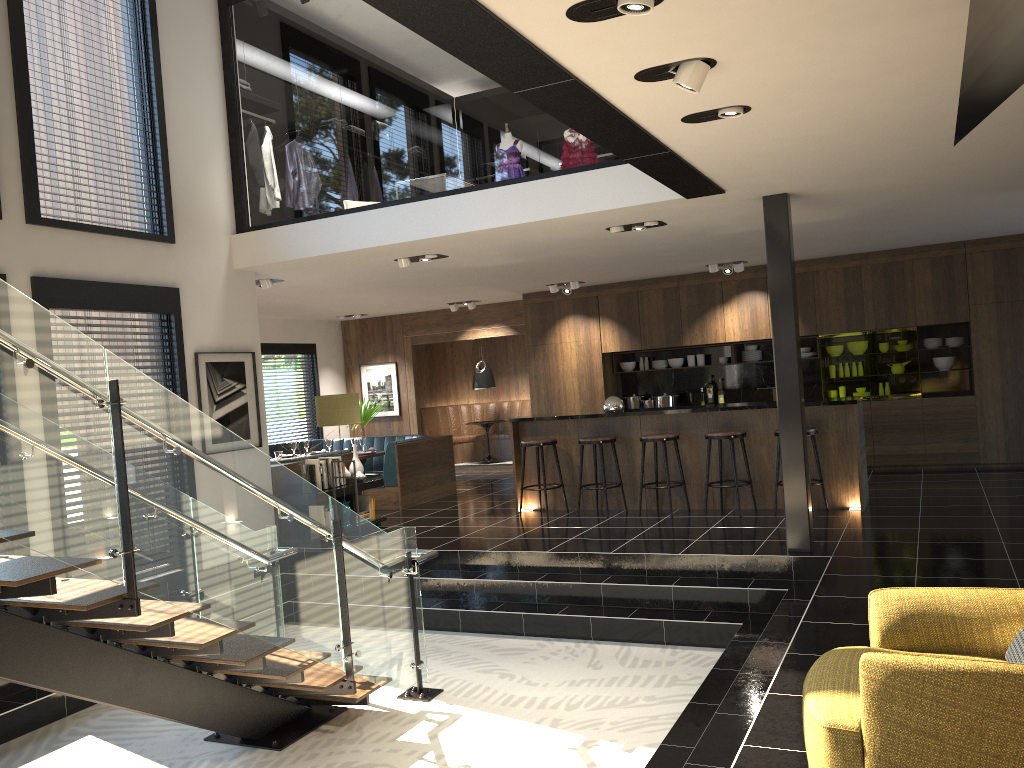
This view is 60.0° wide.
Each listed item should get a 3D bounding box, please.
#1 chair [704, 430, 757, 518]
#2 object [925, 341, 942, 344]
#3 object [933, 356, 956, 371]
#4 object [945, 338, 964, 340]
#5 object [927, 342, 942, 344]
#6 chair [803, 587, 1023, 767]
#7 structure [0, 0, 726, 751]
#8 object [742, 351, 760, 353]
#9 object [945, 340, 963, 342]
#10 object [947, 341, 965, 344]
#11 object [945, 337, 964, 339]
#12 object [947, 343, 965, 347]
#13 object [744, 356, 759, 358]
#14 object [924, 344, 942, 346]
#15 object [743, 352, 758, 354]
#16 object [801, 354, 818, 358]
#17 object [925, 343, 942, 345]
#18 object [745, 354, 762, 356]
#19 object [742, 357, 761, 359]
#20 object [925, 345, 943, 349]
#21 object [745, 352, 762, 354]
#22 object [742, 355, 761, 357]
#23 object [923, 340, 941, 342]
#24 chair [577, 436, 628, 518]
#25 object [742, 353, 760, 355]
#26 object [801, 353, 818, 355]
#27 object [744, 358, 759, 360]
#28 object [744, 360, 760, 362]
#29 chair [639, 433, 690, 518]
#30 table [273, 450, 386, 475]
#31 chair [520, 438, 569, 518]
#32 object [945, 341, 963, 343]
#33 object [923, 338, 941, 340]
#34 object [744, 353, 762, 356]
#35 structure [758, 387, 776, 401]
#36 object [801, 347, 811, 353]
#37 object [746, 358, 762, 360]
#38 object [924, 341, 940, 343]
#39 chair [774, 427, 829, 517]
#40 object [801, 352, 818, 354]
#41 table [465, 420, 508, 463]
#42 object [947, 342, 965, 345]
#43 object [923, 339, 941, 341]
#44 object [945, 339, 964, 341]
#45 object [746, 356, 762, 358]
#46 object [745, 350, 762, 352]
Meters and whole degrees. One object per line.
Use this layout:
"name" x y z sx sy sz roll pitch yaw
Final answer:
"chair" 2.101 0.866 8.622 0.413 0.799 0.412 -4 1 35
"object" 5.298 -0.511 11.168 0.220 0.033 0.220 -4 0 35
"object" 5.431 -0.252 11.130 0.264 0.170 0.264 -4 0 0
"object" 5.526 -0.549 11.058 0.220 0.033 0.220 -4 0 9
"object" 5.299 -0.499 11.168 0.220 0.033 0.220 -4 0 35
"chair" 1.358 0.797 2.521 1.031 1.098 0.807 -4 1 24
"structure" -1.231 0.051 3.700 3.448 4.869 7.275 -4 1 25
"object" 3.299 -0.432 12.203 0.269 0.024 0.269 -4 0 -26
"object" 5.527 -0.528 11.059 0.220 0.033 0.220 -4 0 9
"object" 5.529 -0.505 11.059 0.220 0.033 0.220 -4 0 9
"object" 5.525 -0.562 11.058 0.220 0.033 0.220 -4 0 9
"object" 5.531 -0.480 11.060 0.220 0.033 0.220 -4 0 9
"object" 3.304 -0.370 12.204 0.269 0.024 0.269 -4 0 -26
"object" 5.301 -0.476 11.168 0.220 0.033 0.220 -4 0 35
"object" 3.299 -0.425 12.203 0.269 0.024 0.269 -4 0 -26
"object" 3.879 -0.363 11.858 0.437 0.039 0.438 -4 0 -29
"object" 5.300 -0.488 11.168 0.220 0.033 0.220 -4 0 35
"object" 3.302 -0.387 12.204 0.269 0.024 0.269 -4 0 -26
"object" 3.305 -0.350 12.204 0.269 0.024 0.269 -4 0 -26
"object" 5.302 -0.463 11.169 0.220 0.033 0.220 -4 0 35
"object" 3.300 -0.414 12.203 0.269 0.024 0.269 -4 0 -26
"object" 3.303 -0.378 12.204 0.269 0.024 0.269 -4 0 -26
"object" 5.296 -0.532 11.167 0.220 0.033 0.220 -4 0 35
"chair" 0.911 0.953 9.188 0.413 0.799 0.412 -4 1 35
"object" 3.301 -0.405 12.203 0.269 0.024 0.269 -4 0 -26
"object" 3.878 -0.375 11.857 0.437 0.039 0.438 -4 0 -29
"object" 3.306 -0.342 12.204 0.269 0.024 0.269 -4 0 -26
"object" 3.308 -0.315 12.205 0.269 0.024 0.269 -4 0 -26
"chair" 1.506 0.909 8.905 0.413 0.799 0.412 -4 1 35
"table" -2.348 1.254 11.521 1.539 0.661 0.822 -4 1 25
"chair" 0.316 0.997 9.471 0.413 0.799 0.412 -4 1 35
"object" 5.528 -0.516 11.059 0.220 0.033 0.220 -4 0 9
"object" 5.295 -0.557 11.167 0.220 0.033 0.220 -4 0 35
"object" 3.301 -0.398 12.203 0.269 0.024 0.269 -4 0 -26
"structure" 3.382 0.171 11.787 0.243 0.231 0.173 -4 1 25
"object" 3.872 -0.437 11.859 0.254 0.088 0.254 -5 0 -39
"object" 3.306 -0.331 12.205 0.269 0.024 0.269 -4 0 -26
"object" 5.297 -0.522 11.168 0.220 0.033 0.220 -4 0 35
"chair" 2.696 0.822 8.339 0.413 0.799 0.412 -4 1 35
"object" 3.877 -0.390 11.857 0.437 0.039 0.438 -4 0 -29
"table" -0.394 0.940 14.523 0.702 0.644 0.702 -4 1 0
"object" 5.530 -0.493 11.059 0.220 0.033 0.220 -4 0 9
"object" 5.295 -0.545 11.167 0.220 0.033 0.220 -4 0 35
"object" 5.526 -0.539 11.059 0.220 0.033 0.220 -4 0 9
"object" 3.304 -0.359 12.204 0.269 0.024 0.269 -4 0 -26
"object" 3.298 -0.441 12.203 0.269 0.024 0.269 -4 0 -26
